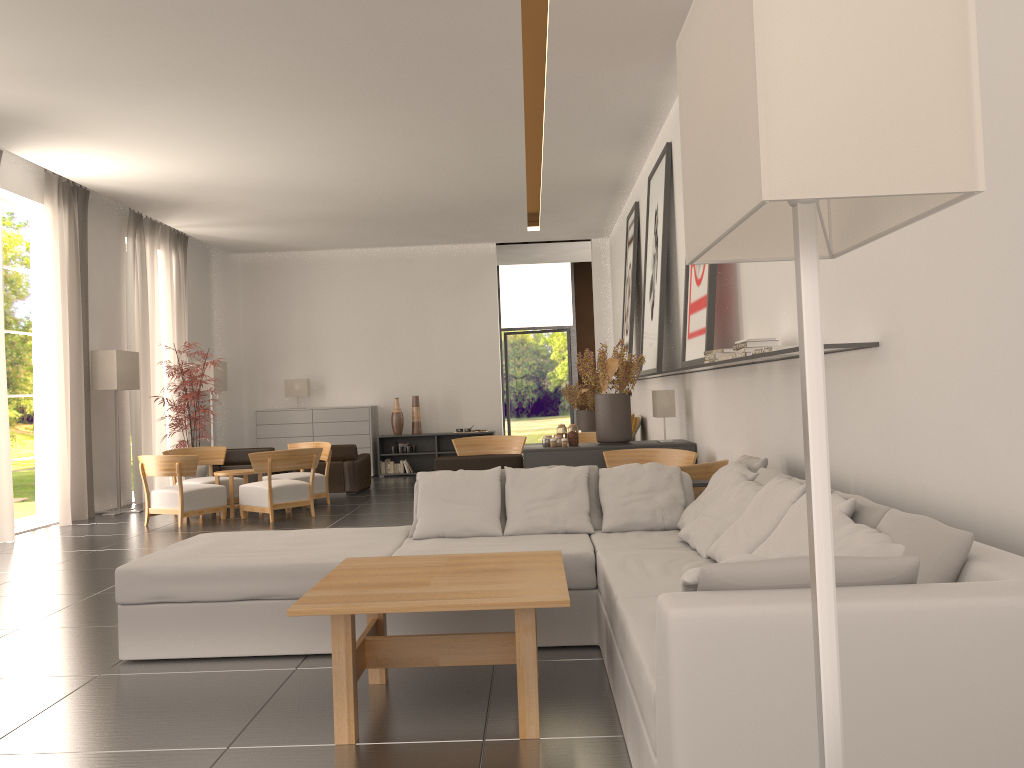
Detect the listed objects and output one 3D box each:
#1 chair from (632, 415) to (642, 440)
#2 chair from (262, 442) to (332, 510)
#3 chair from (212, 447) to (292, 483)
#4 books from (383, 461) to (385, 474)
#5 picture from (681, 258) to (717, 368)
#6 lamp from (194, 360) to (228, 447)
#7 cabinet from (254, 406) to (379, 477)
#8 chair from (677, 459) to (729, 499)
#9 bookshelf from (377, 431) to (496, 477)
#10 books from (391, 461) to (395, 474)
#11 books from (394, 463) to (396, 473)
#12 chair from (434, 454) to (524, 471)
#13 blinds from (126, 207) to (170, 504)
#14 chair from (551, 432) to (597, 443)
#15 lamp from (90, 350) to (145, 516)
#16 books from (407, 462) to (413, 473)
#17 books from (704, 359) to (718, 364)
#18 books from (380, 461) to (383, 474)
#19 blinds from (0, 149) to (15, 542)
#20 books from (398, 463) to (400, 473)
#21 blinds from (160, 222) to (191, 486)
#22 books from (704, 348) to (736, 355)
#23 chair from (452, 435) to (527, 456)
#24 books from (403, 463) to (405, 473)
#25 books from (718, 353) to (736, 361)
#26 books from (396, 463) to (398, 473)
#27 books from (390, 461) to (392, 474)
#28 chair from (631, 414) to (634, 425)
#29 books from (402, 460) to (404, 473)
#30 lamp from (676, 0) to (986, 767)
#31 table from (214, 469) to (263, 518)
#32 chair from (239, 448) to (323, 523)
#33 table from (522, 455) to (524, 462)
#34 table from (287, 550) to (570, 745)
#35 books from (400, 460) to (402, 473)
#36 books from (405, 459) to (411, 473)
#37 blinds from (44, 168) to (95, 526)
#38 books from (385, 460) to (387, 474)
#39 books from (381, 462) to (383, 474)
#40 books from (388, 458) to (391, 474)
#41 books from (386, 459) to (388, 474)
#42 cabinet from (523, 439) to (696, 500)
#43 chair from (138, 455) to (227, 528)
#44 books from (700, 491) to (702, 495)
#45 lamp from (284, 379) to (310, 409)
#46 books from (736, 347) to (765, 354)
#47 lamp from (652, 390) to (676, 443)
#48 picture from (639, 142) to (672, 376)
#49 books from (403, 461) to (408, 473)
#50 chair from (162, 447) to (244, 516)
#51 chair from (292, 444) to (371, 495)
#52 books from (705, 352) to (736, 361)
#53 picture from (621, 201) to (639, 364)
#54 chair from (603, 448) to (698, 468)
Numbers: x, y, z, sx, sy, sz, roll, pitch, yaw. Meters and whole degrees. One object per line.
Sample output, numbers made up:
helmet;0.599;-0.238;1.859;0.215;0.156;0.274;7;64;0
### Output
chair;1.483;1.443;18.369;2.420;1.487;1.299;-2;-1;11
chair;-4.216;1.783;17.410;1.451;1.227;1.151;-3;-2;41
chair;-5.813;1.943;19.745;1.538;1.076;1.499;-2;-1;1
books;-3.368;2.213;23.476;0.039;0.313;0.245;-2;-1;1
picture;2.230;-1.952;10.414;0.384;3.495;1.599;-2;-2;1
lamp;-7.677;1.010;22.714;0.908;3.180;0.999;-2;-2;1
cabinet;-5.207;1.582;23.842;3.080;1.877;1.039;-2;-2;1
chair;1.705;1.449;9.637;1.452;1.227;1.150;-1;-2;-44
bookshelf;-1.974;1.855;23.635;3.080;1.080;0.740;-2;-2;1
books;-3.148;2.205;23.472;0.054;0.311;0.244;-2;-1;1
books;-3.090;2.235;23.508;0.054;0.249;0.167;-2;-2;1
chair;-0.491;1.666;14.459;1.538;1.076;1.499;-2;-1;1
blinds;-8.145;-0.640;19.690;0.415;6.436;1.549;-2;-2;5
chair;1.435;1.545;16.756;1.452;1.227;1.150;-2;-1;1
lamp;-7.798;0.945;17.519;0.908;3.180;0.999;-2;-2;1
books;-2.697;2.198;23.458;0.142;0.290;0.252;-2;-1;1
books;2.229;-0.237;9.175;0.376;0.032;0.504;-2;-1;1
books;-3.450;2.203;23.474;0.022;0.339;0.253;-2;-1;1
blinds;-8.286;-0.716;13.627;0.415;6.436;1.549;-2;-2;5
books;-2.979;2.230;23.506;0.054;0.249;0.167;-2;-2;1
blinds;-8.104;-0.619;21.382;0.417;6.436;1.549;-2;-2;-3
books;2.221;-0.336;9.170;0.299;0.040;0.525;-2;-1;-9
chair;-0.423;1.618;16.797;1.452;1.227;1.150;-2;-1;1
books;-2.866;2.197;23.468;0.017;0.305;0.239;-2;-1;1
books;2.208;-0.260;8.555;0.301;0.064;0.406;-2;-1;-9
books;-3.035;2.232;23.507;0.054;0.249;0.167;-2;-2;1
books;-3.196;2.204;23.477;0.039;0.319;0.236;-2;-1;1
chair;1.526;1.466;20.223;2.421;1.487;1.299;-2;-1;-9
books;-2.887;2.188;23.461;0.019;0.325;0.254;-2;-1;1
lamp;0.860;0.407;2.475;0.908;3.180;0.999;-2;-2;1
table;-5.051;2.013;16.416;0.869;0.803;0.869;-3;-1;24
chair;-4.118;1.756;15.707;1.452;1.227;1.150;-1;-2;-44
table;0.494;1.728;15.770;0.797;0.904;0.797;-3;-2;24
table;-0.439;1.673;5.777;1.600;0.840;1.599;-2;-1;1
books;-2.924;2.188;23.496;0.054;0.329;0.187;-2;-2;1
books;-2.758;2.170;23.468;0.138;0.355;0.236;-2;-2;1
blinds;-8.219;-0.681;16.458;0.417;6.436;1.549;-2;-2;-3
books;-3.327;2.189;23.494;0.039;0.358;0.210;-2;-2;1
books;-3.413;2.219;23.487;0.048;0.305;0.226;-2;-1;1
books;-3.238;2.172;23.481;0.039;0.384;0.232;-2;-2;1
books;-3.292;2.174;23.489;0.029;0.386;0.219;-2;-2;1
cabinet;1.391;1.497;12.910;2.400;1.240;1.119;-2;-1;1
chair;-5.781;1.818;15.527;1.451;1.227;1.150;-3;-1;26
books;1.857;1.175;8.616;0.015;0.241;0.180;-2;-1;1
lamp;-5.825;0.271;24.080;0.619;0.796;0.309;-2;-2;1
books;2.192;-0.296;7.837;0.350;0.039;0.525;-2;-1;6
lamp;2.215;0.467;12.910;0.257;0.758;0.514;-2;-2;1
picture;2.324;-1.901;14.471;0.384;3.495;2.192;-2;-2;1
books;-2.794;2.187;23.460;0.130;0.322;0.252;-2;-1;1
chair;-5.936;1.846;17.180;1.150;1.227;1.452;-3;-2;36
chair;-4.028;1.873;19.706;1.538;1.076;1.499;-2;-1;1
books;2.239;-0.285;9.164;0.391;0.063;0.497;-2;-1;1
picture;2.413;-1.854;18.290;0.384;3.495;1.599;-2;-2;1
chair;1.608;1.476;11.340;1.451;1.227;1.151;-3;-2;41
